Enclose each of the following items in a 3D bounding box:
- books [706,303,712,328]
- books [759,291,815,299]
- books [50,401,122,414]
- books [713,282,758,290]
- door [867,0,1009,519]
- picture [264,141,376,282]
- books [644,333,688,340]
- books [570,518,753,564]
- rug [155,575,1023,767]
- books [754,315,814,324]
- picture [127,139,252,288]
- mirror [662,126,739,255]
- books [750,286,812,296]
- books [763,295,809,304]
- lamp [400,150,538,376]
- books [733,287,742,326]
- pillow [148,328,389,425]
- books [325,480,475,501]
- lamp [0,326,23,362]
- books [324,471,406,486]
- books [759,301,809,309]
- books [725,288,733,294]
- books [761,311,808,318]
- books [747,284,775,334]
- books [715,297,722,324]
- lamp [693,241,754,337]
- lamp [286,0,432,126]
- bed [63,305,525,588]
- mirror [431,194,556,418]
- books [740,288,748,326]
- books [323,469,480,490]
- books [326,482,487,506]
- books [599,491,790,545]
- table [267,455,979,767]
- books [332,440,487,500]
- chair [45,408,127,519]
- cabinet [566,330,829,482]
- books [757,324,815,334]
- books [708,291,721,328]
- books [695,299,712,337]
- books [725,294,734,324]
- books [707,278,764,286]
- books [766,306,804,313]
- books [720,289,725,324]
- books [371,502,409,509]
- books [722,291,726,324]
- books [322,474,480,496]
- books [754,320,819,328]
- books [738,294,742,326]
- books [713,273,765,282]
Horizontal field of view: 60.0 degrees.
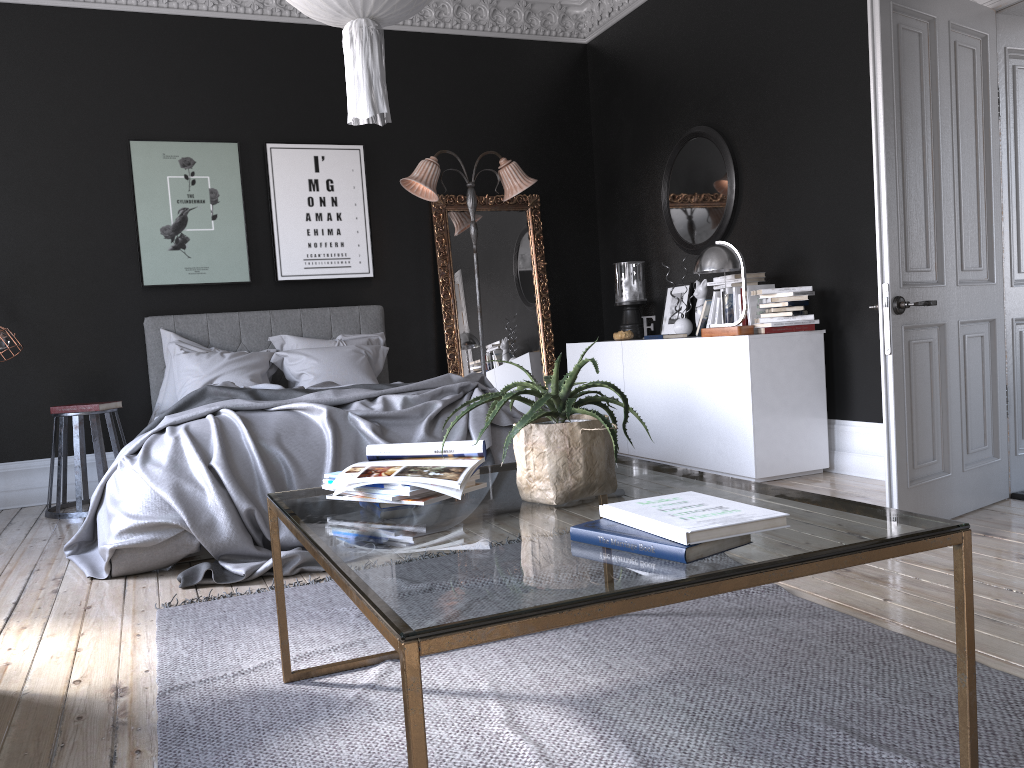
[{"bbox_3d":[1.425,-0.456,6.054,0.195,0.245,0.132,-5,4,-22],"label":"books"},{"bbox_3d":[1.688,-0.546,5.441,0.220,0.024,0.307,-1,4,42],"label":"books"},{"bbox_3d":[-2.853,0.156,5.955,0.346,0.045,0.275,-4,3,7],"label":"books"},{"bbox_3d":[1.481,-0.651,5.873,0.195,0.026,0.258,-5,3,-12],"label":"books"},{"bbox_3d":[1.979,-0.573,4.007,1.096,2.377,0.216,-7,5,-35],"label":"door"},{"bbox_3d":[-1.510,-1.361,7.012,0.791,1.080,0.014,-5,4,-22],"label":"picture"},{"bbox_3d":[1.067,-0.330,6.154,0.193,0.030,0.289,-5,3,-17],"label":"books"},{"bbox_3d":[0.276,0.282,1.663,0.192,0.030,0.289,-6,4,-38],"label":"books"},{"bbox_3d":[0.229,0.817,2.244,2.104,0.050,3.642,-5,3,-22],"label":"rug"},{"bbox_3d":[1.666,-0.398,5.442,0.318,0.031,0.229,-4,3,7],"label":"books"},{"bbox_3d":[-2.403,-1.281,6.643,0.791,1.080,0.014,-5,4,-22],"label":"picture"},{"bbox_3d":[1.359,-1.419,6.531,0.061,0.925,0.923,-6,4,-22],"label":"mirror"},{"bbox_3d":[1.646,-0.569,5.430,0.306,0.030,0.220,-4,3,-3],"label":"books"},{"bbox_3d":[1.672,-0.518,5.432,0.220,0.030,0.306,-4,3,7],"label":"books"},{"bbox_3d":[-0.254,-0.594,6.906,0.986,2.414,0.771,-3,4,10],"label":"lamp"},{"bbox_3d":[1.540,-0.480,5.767,0.220,0.308,0.024,-5,4,-22],"label":"books"},{"bbox_3d":[-1.726,-0.094,6.498,1.829,0.761,0.679,-5,4,-23],"label":"pillow"},{"bbox_3d":[-0.292,0.261,2.285,0.252,0.011,0.318,-7,4,-41],"label":"books"},{"bbox_3d":[-3.912,0.042,5.676,1.718,1.781,0.436,-3,4,16],"label":"lamp"},{"bbox_3d":[-0.289,0.228,2.296,0.318,0.011,0.252,-1,4,44],"label":"books"},{"bbox_3d":[1.667,-0.487,5.436,0.193,0.030,0.289,-1,4,42],"label":"books"},{"bbox_3d":[1.510,-0.481,5.840,0.220,0.308,0.024,-5,4,-22],"label":"books"},{"bbox_3d":[1.671,-0.428,5.447,0.203,0.029,0.268,-2,4,37],"label":"books"},{"bbox_3d":[1.592,-0.477,5.642,0.220,0.308,0.050,-5,4,-22],"label":"books"},{"bbox_3d":[1.456,-0.460,5.979,0.195,0.256,0.091,-5,4,-22],"label":"books"},{"bbox_3d":[1.307,-0.594,5.522,0.328,0.591,0.340,-7,5,-42],"label":"lamp"},{"bbox_3d":[-0.633,-2.054,3.453,0.782,2.051,0.782,-2,4,21],"label":"lamp"},{"bbox_3d":[-1.338,0.121,5.464,2.762,1.300,3.282,-6,4,-34],"label":"bed"},{"bbox_3d":[-0.108,-0.522,7.547,0.990,2.195,0.254,-6,4,-22],"label":"mirror"},{"bbox_3d":[1.578,-0.472,5.683,0.235,0.296,0.038,-5,4,-22],"label":"books"},{"bbox_3d":[-0.286,0.239,2.288,0.318,0.011,0.252,-1,4,39],"label":"books"},{"bbox_3d":[-0.266,0.271,2.249,0.318,0.011,0.252,-2,4,34],"label":"books"},{"bbox_3d":[0.336,0.249,1.682,0.220,0.024,0.307,-5,3,-22],"label":"books"},{"bbox_3d":[0.090,0.565,2.124,1.092,0.559,1.448,-5,3,-22],"label":"table"},{"bbox_3d":[-0.251,0.216,2.225,0.322,0.109,0.272,-3,3,12],"label":"books"},{"bbox_3d":[-2.840,0.514,5.977,0.613,0.674,0.612,-2,4,22],"label":"chair"},{"bbox_3d":[1.201,0.107,6.386,0.570,0.883,2.395,-5,4,-22],"label":"cabinet"},{"bbox_3d":[1.667,-0.336,5.409,0.295,0.038,0.234,-4,3,5],"label":"books"},{"bbox_3d":[1.440,-0.481,6.007,0.220,0.296,0.126,-5,4,-22],"label":"books"},{"bbox_3d":[1.381,-0.456,6.081,0.203,0.247,0.158,-5,4,-22],"label":"books"},{"bbox_3d":[1.485,-0.458,5.802,0.204,0.270,0.029,-5,4,-22],"label":"books"},{"bbox_3d":[1.481,-0.675,5.864,0.220,0.024,0.307,-6,4,-32],"label":"books"},{"bbox_3d":[1.674,-0.458,5.453,0.193,0.030,0.289,-3,3,9],"label":"books"},{"bbox_3d":[1.501,-0.485,5.932,0.221,0.307,0.030,-5,4,-22],"label":"books"},{"bbox_3d":[-0.295,0.287,2.310,0.162,0.023,0.231,-5,3,-22],"label":"books"},{"bbox_3d":[1.478,-0.472,5.856,0.193,0.290,0.030,-5,4,-23],"label":"books"},{"bbox_3d":[-0.285,0.250,2.270,0.318,0.011,0.252,-1,4,39],"label":"books"},{"bbox_3d":[1.671,-0.368,5.416,0.319,0.025,0.228,-5,3,-12],"label":"books"},{"bbox_3d":[1.554,-0.455,5.743,0.195,0.259,0.026,-5,4,-22],"label":"books"},{"bbox_3d":[1.503,-0.705,5.874,0.220,0.030,0.306,-5,3,-13],"label":"books"}]
